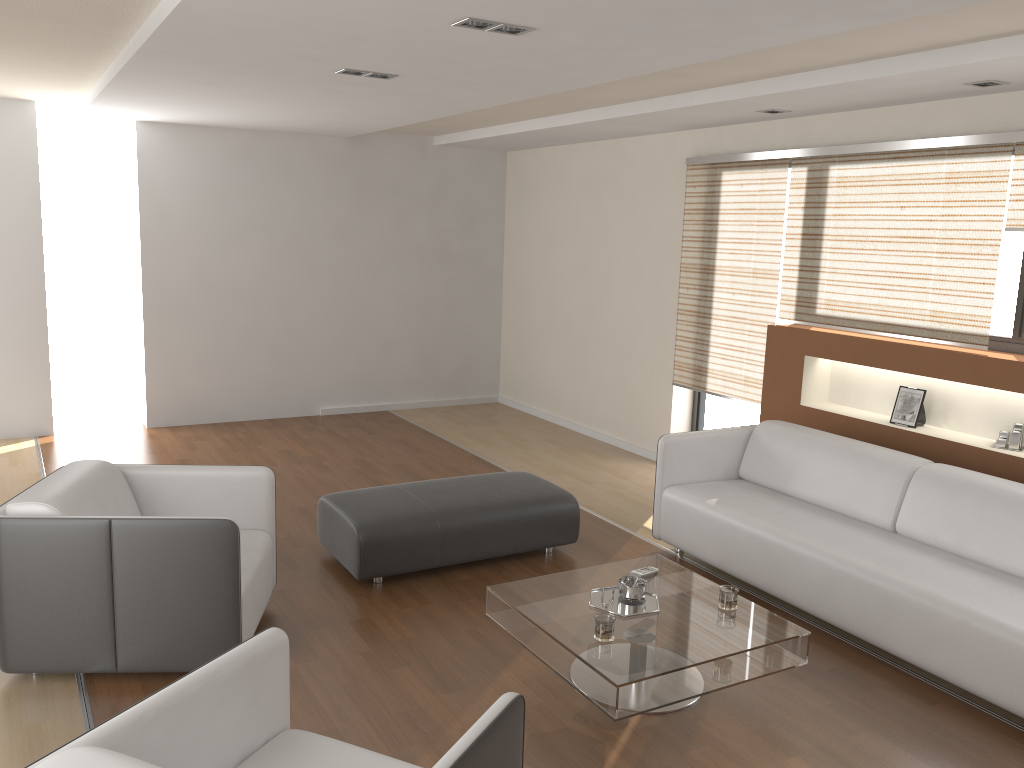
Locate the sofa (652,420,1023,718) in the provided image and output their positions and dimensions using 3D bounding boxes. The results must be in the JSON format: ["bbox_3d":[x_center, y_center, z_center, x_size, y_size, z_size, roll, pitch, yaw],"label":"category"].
[{"bbox_3d":[1.748,0.719,4.240,0.919,0.661,2.238,-4,11,-30],"label":"sofa"}]

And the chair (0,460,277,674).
[{"bbox_3d":[-1.508,0.707,3.664,0.919,0.661,0.767,1,10,-5],"label":"chair"}]

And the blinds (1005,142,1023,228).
[{"bbox_3d":[2.840,-0.875,3.807,0.001,0.441,1.432,-4,11,-30],"label":"blinds"}]

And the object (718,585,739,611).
[{"bbox_3d":[0.860,0.850,3.526,0.079,0.077,0.079,-7,13,-41],"label":"object"}]

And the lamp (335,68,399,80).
[{"bbox_3d":[-0.739,-1.622,4.521,0.291,0.087,0.146,-4,11,-30],"label":"lamp"}]

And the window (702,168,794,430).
[{"bbox_3d":[1.720,-0.491,6.364,0.010,2.093,0.889,-4,11,-30],"label":"window"}]

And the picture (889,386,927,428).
[{"bbox_3d":[2.261,0.127,5.039,0.133,0.216,0.159,-5,12,-35],"label":"picture"}]

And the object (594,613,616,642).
[{"bbox_3d":[0.336,0.885,3.219,0.079,0.077,0.079,-7,13,-41],"label":"object"}]

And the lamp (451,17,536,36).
[{"bbox_3d":[-0.068,-1.400,3.371,0.291,0.087,0.146,-4,11,-30],"label":"lamp"}]

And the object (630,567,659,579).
[{"bbox_3d":[0.576,0.812,3.831,0.064,0.029,0.158,10,13,40],"label":"object"}]

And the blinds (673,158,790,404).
[{"bbox_3d":[1.492,-0.727,6.185,0.001,1.635,0.980,-4,11,-30],"label":"blinds"}]

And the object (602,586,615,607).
[{"bbox_3d":[0.382,0.848,3.552,0.051,0.035,0.147,4,10,11],"label":"object"}]

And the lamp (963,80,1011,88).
[{"bbox_3d":[2.254,-1.464,4.200,0.146,0.087,0.146,-4,11,-30],"label":"lamp"}]

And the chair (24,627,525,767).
[{"bbox_3d":[-0.509,1.060,1.949,0.767,0.706,0.919,6,11,24],"label":"chair"}]

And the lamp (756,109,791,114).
[{"bbox_3d":[1.583,-1.686,5.350,0.146,0.087,0.146,-4,11,-30],"label":"lamp"}]

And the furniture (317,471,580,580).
[{"bbox_3d":[-0.340,0.722,4.830,1.291,0.301,0.685,-4,11,-30],"label":"furniture"}]

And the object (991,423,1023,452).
[{"bbox_3d":[2.566,0.263,4.568,0.141,0.131,0.141,9,12,37],"label":"object"}]

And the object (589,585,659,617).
[{"bbox_3d":[0.449,0.866,3.546,0.315,0.011,0.273,-2,11,-23],"label":"object"}]

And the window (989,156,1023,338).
[{"bbox_3d":[2.709,-0.704,4.607,0.010,0.986,2.817,-4,11,-30],"label":"window"}]

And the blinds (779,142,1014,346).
[{"bbox_3d":[2.112,-0.816,5.089,0.001,1.044,1.432,-4,11,-30],"label":"blinds"}]

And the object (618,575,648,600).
[{"bbox_3d":[0.488,0.823,3.588,0.118,0.079,0.117,-2,11,-23],"label":"object"}]

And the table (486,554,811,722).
[{"bbox_3d":[0.504,1.030,3.518,0.900,0.300,0.900,-4,11,-30],"label":"table"}]
